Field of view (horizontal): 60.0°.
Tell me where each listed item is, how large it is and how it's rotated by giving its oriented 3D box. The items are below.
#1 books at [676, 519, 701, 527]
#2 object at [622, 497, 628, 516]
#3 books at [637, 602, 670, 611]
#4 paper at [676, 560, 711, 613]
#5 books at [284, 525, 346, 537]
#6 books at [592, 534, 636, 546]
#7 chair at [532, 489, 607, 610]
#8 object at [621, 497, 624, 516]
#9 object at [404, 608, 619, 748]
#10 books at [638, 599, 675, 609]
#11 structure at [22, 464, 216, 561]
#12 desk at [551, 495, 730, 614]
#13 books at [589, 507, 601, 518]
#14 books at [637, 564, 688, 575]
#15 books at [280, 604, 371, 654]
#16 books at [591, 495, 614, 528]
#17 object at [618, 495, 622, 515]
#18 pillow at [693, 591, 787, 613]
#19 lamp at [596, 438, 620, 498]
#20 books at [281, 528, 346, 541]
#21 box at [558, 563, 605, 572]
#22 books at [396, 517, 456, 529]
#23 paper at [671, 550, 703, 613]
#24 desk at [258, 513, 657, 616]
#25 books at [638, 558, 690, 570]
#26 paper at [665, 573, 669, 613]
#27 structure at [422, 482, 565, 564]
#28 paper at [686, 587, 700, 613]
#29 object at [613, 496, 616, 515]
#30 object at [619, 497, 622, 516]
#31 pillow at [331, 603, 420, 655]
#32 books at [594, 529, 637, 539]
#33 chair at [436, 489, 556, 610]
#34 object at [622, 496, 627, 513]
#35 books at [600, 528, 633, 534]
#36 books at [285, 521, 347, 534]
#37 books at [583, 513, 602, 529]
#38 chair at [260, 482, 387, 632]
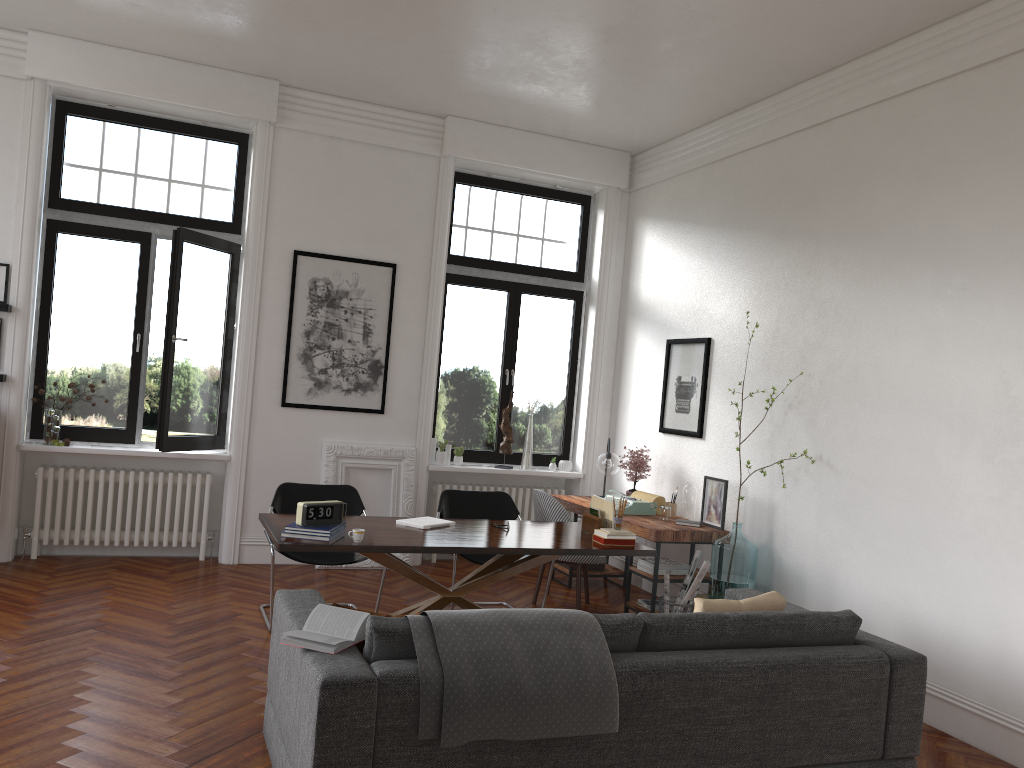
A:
[{"bbox_3d":[1.311,1.041,6.662,0.213,0.031,0.129,5,0,16],"label":"books"},{"bbox_3d":[0.693,0.796,5.520,0.044,0.194,0.008,5,1,9],"label":"object"},{"bbox_3d":[1.085,1.639,6.546,0.268,0.014,0.196,5,-1,-23],"label":"books"},{"bbox_3d":[1.195,1.483,6.062,0.047,0.610,0.330,4,1,-41],"label":"paper"},{"bbox_3d":[-1.077,0.795,4.879,0.250,0.017,0.344,5,-1,3],"label":"books"},{"bbox_3d":[0.628,0.960,5.466,0.216,0.040,0.159,5,0,-20],"label":"books"},{"bbox_3d":[0.403,1.288,6.959,0.548,0.900,0.715,5,0,-29],"label":"chair"},{"bbox_3d":[0.681,0.794,5.499,0.008,0.195,0.036,5,1,-9],"label":"object"},{"bbox_3d":[-0.013,1.051,3.271,0.752,0.387,0.400,5,0,-22],"label":"object"},{"bbox_3d":[1.086,1.624,6.545,0.268,0.014,0.196,5,-1,-10],"label":"books"},{"bbox_3d":[-3.184,1.088,7.276,1.454,0.778,0.225,5,1,-22],"label":"structure"},{"bbox_3d":[0.938,1.410,7.194,0.648,0.758,1.797,5,0,-22],"label":"desk"},{"bbox_3d":[0.547,0.895,5.813,0.041,0.157,0.128,5,0,-22],"label":"books"},{"bbox_3d":[1.106,1.357,6.500,0.309,0.038,0.225,5,-1,-23],"label":"books"},{"bbox_3d":[-0.680,0.901,3.288,0.224,0.096,0.279,5,0,20],"label":"books"},{"bbox_3d":[0.597,0.865,5.810,0.043,0.239,0.309,5,0,-22],"label":"books"},{"bbox_3d":[0.670,0.793,5.548,0.008,0.195,0.032,5,1,22],"label":"object"},{"bbox_3d":[0.989,1.158,4.019,0.486,0.460,0.225,5,0,-22],"label":"pillow"},{"bbox_3d":[0.832,0.750,7.796,0.207,0.550,0.441,5,0,2],"label":"lamp"},{"bbox_3d":[-1.091,0.816,4.888,0.264,0.027,0.347,5,-1,3],"label":"books"},{"bbox_3d":[0.610,1.575,7.791,0.318,0.082,0.296,5,0,-22],"label":"box"},{"bbox_3d":[-0.539,0.874,5.577,0.230,0.026,0.326,5,-1,33],"label":"books"},{"bbox_3d":[1.203,1.486,6.265,0.294,0.626,0.047,5,1,-29],"label":"paper"},{"bbox_3d":[-0.373,1.271,5.401,2.227,0.751,1.029,5,0,-22],"label":"desk"},{"bbox_3d":[1.114,1.323,6.510,0.309,0.038,0.225,5,-1,-22],"label":"books"},{"bbox_3d":[1.073,1.548,6.136,0.073,0.479,0.033,5,1,15],"label":"paper"},{"bbox_3d":[-0.152,1.360,8.484,1.454,0.778,0.225,5,1,-22],"label":"structure"},{"bbox_3d":[1.235,1.604,6.211,0.126,0.388,0.026,5,1,1],"label":"paper"},{"bbox_3d":[0.640,0.792,5.512,0.049,0.193,0.008,5,1,-17],"label":"object"},{"bbox_3d":[0.668,0.794,5.493,0.008,0.193,0.049,5,1,2],"label":"object"},{"bbox_3d":[-0.484,1.055,3.535,0.469,0.397,0.330,5,0,16],"label":"pillow"},{"bbox_3d":[0.637,0.927,5.473,0.207,0.028,0.164,5,-1,-24],"label":"books"},{"bbox_3d":[-0.181,1.238,6.331,0.753,0.873,0.745,5,0,-22],"label":"chair"},{"bbox_3d":[0.691,0.795,5.532,0.038,0.195,0.008,5,1,5],"label":"object"},{"bbox_3d":[0.646,0.909,5.488,0.159,0.008,0.128,5,-1,-20],"label":"books"},{"bbox_3d":[-1.076,0.778,4.879,0.250,0.017,0.344,5,-1,3],"label":"books"},{"bbox_3d":[0.519,0.914,5.756,0.029,0.125,0.221,5,0,-22],"label":"books"},{"bbox_3d":[-1.270,1.140,5.897,0.753,0.873,0.745,5,0,-22],"label":"chair"}]
